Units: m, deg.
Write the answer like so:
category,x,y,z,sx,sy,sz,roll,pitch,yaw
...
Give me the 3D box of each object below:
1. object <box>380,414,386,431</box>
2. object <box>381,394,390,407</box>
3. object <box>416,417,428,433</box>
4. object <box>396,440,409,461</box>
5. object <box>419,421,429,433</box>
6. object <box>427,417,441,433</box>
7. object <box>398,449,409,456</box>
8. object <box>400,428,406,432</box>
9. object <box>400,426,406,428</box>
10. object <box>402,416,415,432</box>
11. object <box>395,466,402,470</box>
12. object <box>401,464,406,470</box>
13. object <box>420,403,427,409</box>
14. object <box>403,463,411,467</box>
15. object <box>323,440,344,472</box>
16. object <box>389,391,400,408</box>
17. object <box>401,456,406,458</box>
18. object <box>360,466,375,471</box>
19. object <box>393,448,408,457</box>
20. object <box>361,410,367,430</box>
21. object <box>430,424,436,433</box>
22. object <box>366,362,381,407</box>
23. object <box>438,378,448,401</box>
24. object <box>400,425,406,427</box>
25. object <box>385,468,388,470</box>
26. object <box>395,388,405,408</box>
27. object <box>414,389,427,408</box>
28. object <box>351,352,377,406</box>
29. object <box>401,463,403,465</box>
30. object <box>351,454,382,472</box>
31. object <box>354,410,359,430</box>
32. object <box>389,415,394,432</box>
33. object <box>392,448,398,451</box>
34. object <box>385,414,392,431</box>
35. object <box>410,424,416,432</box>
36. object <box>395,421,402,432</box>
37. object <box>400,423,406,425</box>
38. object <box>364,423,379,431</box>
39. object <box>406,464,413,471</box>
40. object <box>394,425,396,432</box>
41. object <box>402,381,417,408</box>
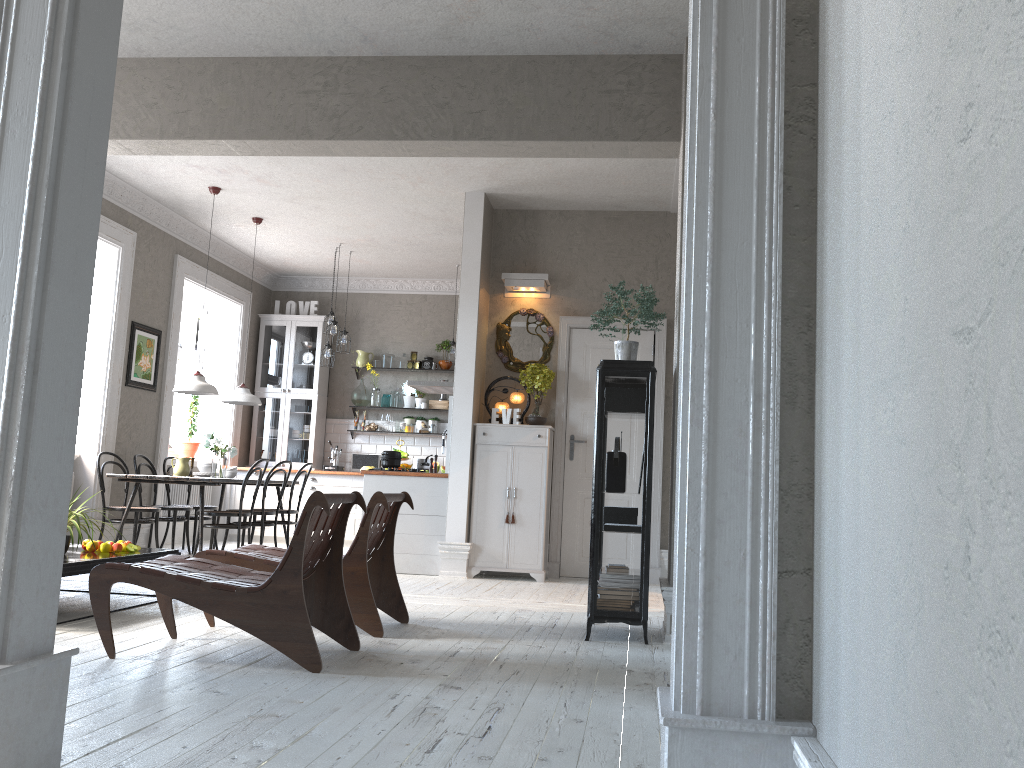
category,x,y,z,sx,sy,sz,roll,pitch,yaw
object,-1.595,0.485,10.987,0.082,0.217,0.081,4,-7,-7
object,-1.564,0.216,11.035,0.125,0.172,0.127,2,-7,11
object,-1.127,0.507,10.967,0.170,0.214,0.150,-2,-8,37
object,-1.360,0.884,10.703,0.354,0.426,0.350,4,-7,-8
object,-1.068,0.533,10.869,0.120,0.147,0.099,6,-7,-25
object,-0.963,0.515,10.958,0.158,0.213,0.153,2,-7,5
object,-1.310,0.844,10.745,0.177,0.096,0.089,-1,-8,27
object,-1.340,0.563,10.845,0.077,0.051,0.077,3,-7,0
object,-1.339,0.546,10.847,0.077,0.051,0.077,3,-7,0
object,-1.282,0.497,10.976,0.158,0.217,0.154,4,-7,-13
object,-1.373,1.006,10.562,0.115,0.111,0.109,6,-7,-25
object,-1.322,1.005,10.634,0.087,0.078,0.089,-2,-8,33
object,-1.079,0.268,10.861,0.104,0.071,0.064,-2,-8,37
object,-1.265,0.988,10.704,0.127,0.056,0.059,3,-7,-1
object,-2.165,0.877,10.734,0.205,0.370,0.355,2,-7,8
object,-1.454,0.193,10.935,0.122,0.206,0.127,-1,-8,30
object,-1.316,0.894,10.676,0.076,0.062,0.099,5,-7,-19
object,-1.707,1.020,10.552,0.196,0.083,0.190,2,-7,8
object,-1.347,0.825,10.682,0.209,0.101,0.067,1,-7,13
object,-1.833,0.455,10.999,0.052,0.264,0.063,-3,-9,43
object,-0.963,0.550,10.837,0.078,0.108,0.078,3,-7,1
object,-1.715,0.010,10.929,0.192,0.540,0.280,3,-7,0
object,-0.843,0.071,10.951,0.131,0.288,0.130,4,-7,-8
object,-1.338,0.529,10.849,0.076,0.051,0.078,-1,-7,26
object,-1.476,1.043,10.715,0.075,0.072,0.154,-2,-8,36
object,-1.408,0.184,11.085,0.130,0.264,0.132,1,-7,13
object,-1.128,0.121,10.949,0.187,0.380,0.166,7,-8,-32
object,-1.878,-0.058,10.999,0.339,0.674,0.332,6,-7,-24
object,-1.338,1.008,10.751,0.085,0.093,0.087,2,-7,3
object,-1.771,0.971,10.771,0.350,0.226,0.088,2,-7,6
object,-1.935,0.454,11.025,0.054,0.264,0.060,6,-7,-21
object,-1.510,0.488,10.973,0.082,0.217,0.081,4,-7,-7
object,-1.411,0.802,10.696,0.073,0.058,0.050,5,-7,-16
object,-1.520,0.477,10.885,0.082,0.217,0.081,4,-7,-7
object,-1.217,0.545,10.890,0.078,0.108,0.078,3,-7,1
object,-1.399,0.523,10.900,0.080,0.139,0.077,5,-7,-20
object,-1.337,0.504,10.852,0.077,0.051,0.077,3,-7,-7
object,-1.738,0.530,10.955,0.179,0.111,0.095,5,-7,-16
object,-1.240,0.994,10.693,0.060,0.120,0.128,-1,-8,31
object,-1.420,0.559,10.974,0.076,0.083,0.079,0,-7,25
object,-1.252,0.135,11.013,0.241,0.354,0.238,0,-7,25
